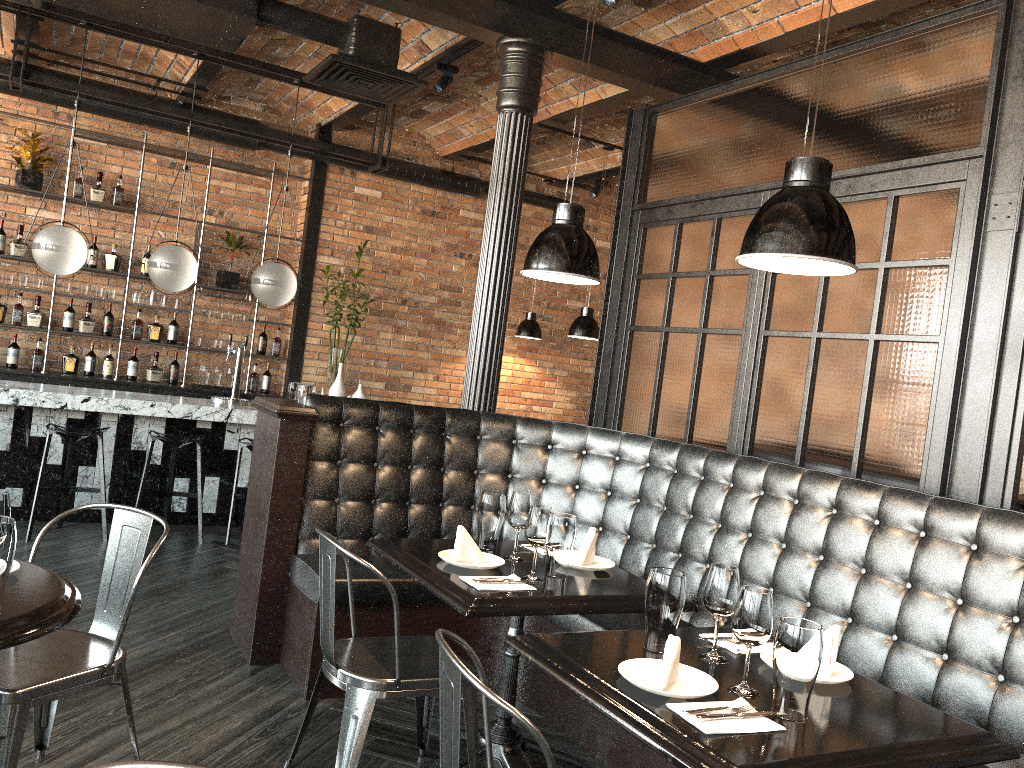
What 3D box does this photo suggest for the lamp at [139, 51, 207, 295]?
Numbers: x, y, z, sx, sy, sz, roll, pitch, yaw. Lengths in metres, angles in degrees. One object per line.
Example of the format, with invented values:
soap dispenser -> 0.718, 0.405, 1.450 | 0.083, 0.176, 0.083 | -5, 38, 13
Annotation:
lamp -> -2.365, -1.514, 6.403 | 0.340, 1.754, 0.340 | 8, 1, 17

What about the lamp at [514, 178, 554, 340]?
lamp -> 0.273, -1.297, 9.154 | 0.291, 1.653, 0.291 | 8, 1, 36

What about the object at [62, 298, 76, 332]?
object -> -3.854, -0.603, 7.727 | 0.086, 0.298, 0.086 | 8, 1, 20

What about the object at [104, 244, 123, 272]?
object -> -3.531, -1.112, 7.849 | 0.151, 0.248, 0.094 | 7, 1, 0

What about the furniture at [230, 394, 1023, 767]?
furniture -> 0.844, 0.911, 2.358 | 1.979, 1.212, 5.451 | 7, 1, -29

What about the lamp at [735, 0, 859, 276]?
lamp -> 0.805, -1.108, 2.174 | 0.291, 1.653, 0.291 | 8, 1, 16

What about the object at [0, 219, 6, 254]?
object -> -4.290, -1.230, 7.434 | 0.086, 0.298, 0.086 | 8, 1, 20

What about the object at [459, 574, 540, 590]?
object -> -0.027, 0.628, 2.824 | 0.255, 0.019, 0.157 | 7, 1, -28

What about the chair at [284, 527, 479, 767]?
chair -> -0.397, 0.919, 2.893 | 0.558, 0.857, 0.504 | 7, 1, -29

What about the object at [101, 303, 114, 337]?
object -> -3.582, -0.571, 7.873 | 0.086, 0.299, 0.086 | 8, 1, 20

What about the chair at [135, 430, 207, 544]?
chair -> -2.326, 0.676, 6.052 | 0.475, 0.737, 0.414 | 7, 1, -24

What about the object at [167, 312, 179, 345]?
object -> -3.109, -0.513, 8.148 | 0.086, 0.298, 0.086 | 8, 1, 20

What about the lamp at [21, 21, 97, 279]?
lamp -> -3.002, -1.591, 6.048 | 0.340, 1.754, 0.340 | 8, 1, 17

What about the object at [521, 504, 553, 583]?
object -> 0.082, 0.526, 2.933 | 0.092, 0.244, 0.092 | 8, 1, 44

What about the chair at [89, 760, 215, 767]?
chair -> -0.492, 0.941, 0.930 | 0.504, 0.857, 0.558 | 8, 1, 11

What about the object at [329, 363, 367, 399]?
object -> -1.484, 0.018, 8.018 | 0.316, 0.397, 0.319 | 8, 1, 20

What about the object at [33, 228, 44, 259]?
object -> -4.025, -1.190, 7.573 | 0.083, 0.282, 0.083 | 7, 1, -29

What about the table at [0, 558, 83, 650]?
table -> -1.513, 0.840, 2.048 | 0.866, 0.758, 0.866 | 8, 1, 25

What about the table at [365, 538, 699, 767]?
table -> -0.005, 1.016, 3.150 | 0.872, 0.758, 0.872 | 7, 1, -29

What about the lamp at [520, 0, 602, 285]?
lamp -> 0.279, -1.193, 3.138 | 0.291, 1.653, 0.291 | 8, 1, 16

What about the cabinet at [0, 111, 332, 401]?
cabinet -> -5.024, -1.160, 6.986 | 7.075, 3.779, 0.564 | 7, 1, -29

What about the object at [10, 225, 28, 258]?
object -> -4.159, -1.203, 7.484 | 0.123, 0.279, 0.123 | 7, 1, -40

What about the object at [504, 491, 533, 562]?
object -> 0.023, 0.513, 3.208 | 0.092, 0.244, 0.092 | 7, 1, -12

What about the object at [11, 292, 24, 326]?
object -> -4.192, -0.635, 7.531 | 0.083, 0.282, 0.083 | 7, 1, -29

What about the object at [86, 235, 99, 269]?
object -> -3.682, -1.158, 7.799 | 0.086, 0.298, 0.086 | 8, 1, 20

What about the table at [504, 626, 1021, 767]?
table -> 0.522, 1.101, 2.184 | 0.872, 0.758, 0.872 | 7, 1, -29

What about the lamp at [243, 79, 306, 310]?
lamp -> -1.728, -1.438, 6.757 | 0.340, 1.754, 0.340 | 8, 1, 17

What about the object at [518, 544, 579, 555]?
object -> 0.143, 0.639, 3.457 | 0.255, 0.019, 0.157 | 7, 1, -33

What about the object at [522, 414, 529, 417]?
object -> 0.124, 0.427, 9.033 | 0.092, 0.244, 0.092 | 7, 1, -23

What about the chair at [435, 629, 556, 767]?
chair -> 0.068, 0.996, 1.918 | 0.558, 0.857, 0.504 | 7, 1, -19

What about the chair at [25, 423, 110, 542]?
chair -> -2.864, 0.611, 5.753 | 0.475, 0.737, 0.414 | 7, 1, -34

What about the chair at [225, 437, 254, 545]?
chair -> -1.818, 0.737, 6.334 | 0.475, 0.737, 0.414 | 7, 1, -34

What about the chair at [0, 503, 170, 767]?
chair -> -1.353, 0.801, 2.549 | 0.504, 0.857, 0.558 | 8, 1, 26

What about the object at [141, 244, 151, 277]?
object -> -3.285, -1.109, 7.992 | 0.086, 0.299, 0.086 | 8, 1, 20

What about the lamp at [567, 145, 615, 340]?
lamp -> 0.721, -1.212, 7.581 | 0.291, 1.653, 0.291 | 8, 1, 16

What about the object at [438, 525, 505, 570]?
object -> -0.133, 0.555, 3.054 | 0.232, 0.139, 0.232 | 8, 1, 19

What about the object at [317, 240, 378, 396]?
object -> -1.568, -0.581, 8.336 | 0.584, 1.546, 0.673 | 8, 1, 10

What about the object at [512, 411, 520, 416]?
object -> 0.028, 0.410, 9.278 | 0.092, 0.244, 0.092 | 7, 1, -23

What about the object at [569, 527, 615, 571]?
object -> 0.269, 0.603, 3.261 | 0.232, 0.139, 0.232 | 8, 1, 19
